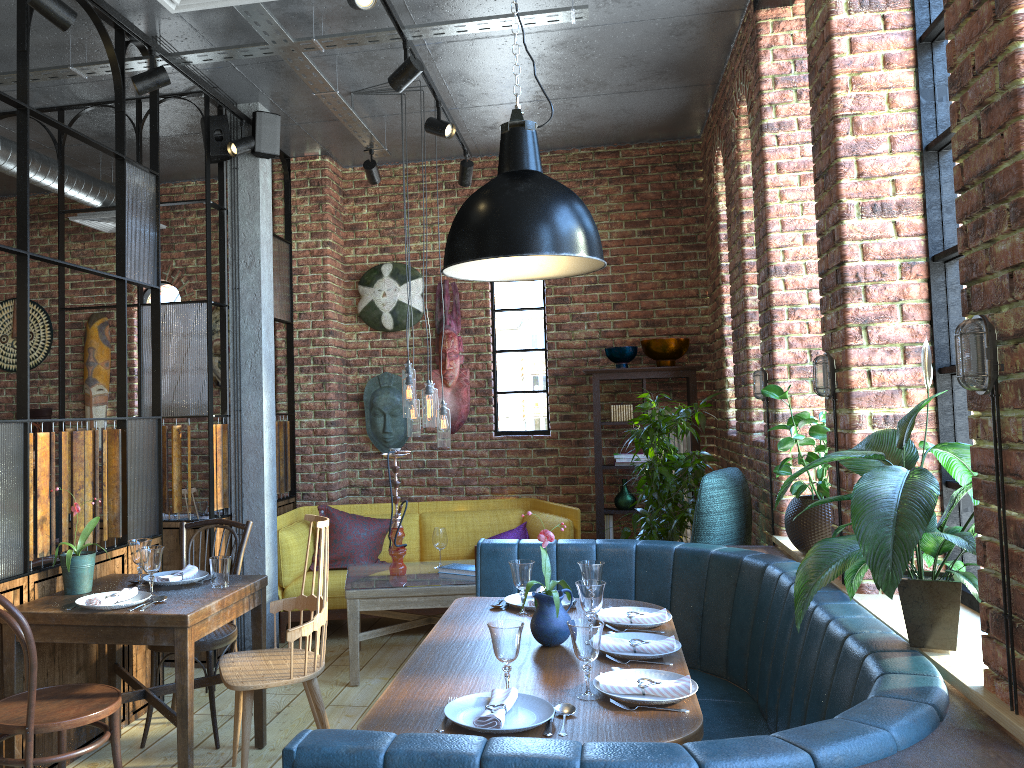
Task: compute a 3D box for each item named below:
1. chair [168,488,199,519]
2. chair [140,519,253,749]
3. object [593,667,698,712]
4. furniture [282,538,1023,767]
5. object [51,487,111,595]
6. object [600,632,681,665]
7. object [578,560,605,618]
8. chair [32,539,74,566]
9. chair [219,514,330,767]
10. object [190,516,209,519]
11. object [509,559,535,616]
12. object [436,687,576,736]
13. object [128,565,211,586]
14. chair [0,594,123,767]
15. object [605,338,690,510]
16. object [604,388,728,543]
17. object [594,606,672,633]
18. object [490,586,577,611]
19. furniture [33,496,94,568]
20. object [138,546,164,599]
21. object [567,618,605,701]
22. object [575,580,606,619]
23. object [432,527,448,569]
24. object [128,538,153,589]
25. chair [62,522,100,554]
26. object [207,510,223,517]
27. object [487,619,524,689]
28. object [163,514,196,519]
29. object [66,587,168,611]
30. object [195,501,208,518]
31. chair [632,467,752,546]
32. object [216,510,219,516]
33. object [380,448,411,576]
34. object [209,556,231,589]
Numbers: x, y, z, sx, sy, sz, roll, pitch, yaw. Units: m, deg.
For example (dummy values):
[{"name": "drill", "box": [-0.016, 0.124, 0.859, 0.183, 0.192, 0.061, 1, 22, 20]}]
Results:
[{"name": "chair", "box": [-2.031, 1.128, 5.362, 0.533, 1.007, 0.453, -2, -3, -4]}, {"name": "chair", "box": [-1.438, 1.111, 4.047, 0.408, 0.916, 0.517, -2, -3, 3]}, {"name": "object", "box": [0.352, 0.787, 2.333, 0.275, 0.051, 0.318, -2, -2, 12]}, {"name": "furniture", "box": [0.387, 1.070, 2.673, 1.386, 0.823, 2.570, -2, -2, 7]}, {"name": "object", "box": [-1.748, 0.628, 3.576, 0.145, 0.427, 0.198, -5, -4, 42]}, {"name": "object", "box": [0.384, 0.797, 2.729, 0.275, 0.051, 0.318, -2, -2, 12]}, {"name": "object", "box": [0.290, 0.742, 3.183, 0.103, 0.192, 0.094, -4, -4, 38]}, {"name": "chair", "box": [-2.179, 1.125, 3.796, 0.570, 0.922, 0.421, -3, -3, 26]}, {"name": "chair", "box": [-0.923, 1.044, 3.479, 0.438, 1.007, 0.550, -1, -3, -20]}, {"name": "object", "box": [-2.012, 0.882, 5.708, 0.332, 0.051, 0.263, -2, -2, 12]}, {"name": "object", "box": [0.039, 0.750, 3.241, 0.103, 0.192, 0.094, -4, -4, 38]}, {"name": "object", "box": [-0.014, 0.792, 2.147, 0.332, 0.051, 0.263, -2, -2, 12]}, {"name": "object", "box": [-1.441, 0.811, 3.738, 0.332, 0.051, 0.263, -2, -2, 12]}, {"name": "chair", "box": [-1.597, 1.086, 2.981, 0.456, 0.922, 0.526, -4, -3, 30]}, {"name": "object", "box": [0.941, 0.580, 6.040, 0.614, 1.764, 0.324, -2, -3, 4]}, {"name": "object", "box": [0.920, 0.775, 5.187, 0.712, 1.531, 0.873, -1, -3, -13]}, {"name": "object", "box": [0.422, 0.806, 3.092, 0.275, 0.051, 0.318, -2, -2, 12]}, {"name": "object", "box": [0.087, 0.824, 3.385, 0.332, 0.051, 0.263, -2, -2, 12]}, {"name": "furniture", "box": [-4.097, 1.303, 6.460, 1.466, 0.823, 1.466, -2, -2, 9]}, {"name": "object", "box": [-1.397, 0.730, 3.415, 0.094, 0.192, 0.102, 0, -3, -34]}, {"name": "object", "box": [0.195, 0.719, 2.299, 0.103, 0.192, 0.094, -4, -4, 38]}, {"name": "object", "box": [0.255, 0.732, 2.821, 0.103, 0.192, 0.094, -4, -4, 38]}, {"name": "object", "box": [-0.417, 0.951, 5.120, 0.086, 0.229, 0.095, 1, -4, -43]}, {"name": "object", "box": [-1.532, 0.740, 3.633, 0.096, 0.192, 0.100, -1, -3, -16]}, {"name": "chair", "box": [-2.318, 1.143, 4.283, 0.517, 0.916, 0.408, -2, -3, -6]}, {"name": "object", "box": [-2.012, 0.895, 6.170, 0.332, 0.051, 0.263, -2, -2, 12]}, {"name": "object", "box": [-0.014, 0.726, 2.312, 0.103, 0.192, 0.094, -4, -4, 38]}, {"name": "object", "box": [-2.281, 0.897, 5.955, 0.275, 0.051, 0.318, -2, -2, 12]}, {"name": "object", "box": [-1.475, 0.800, 3.298, 0.332, 0.051, 0.263, -2, -2, 12]}, {"name": "object", "box": [-2.103, 0.857, 5.971, 0.088, 0.120, 0.080, -4, -3, 40]}, {"name": "chair", "box": [0.666, 0.975, 4.449, 1.076, 1.099, 0.772, -3, -3, 33]}, {"name": "object", "box": [-1.948, 0.813, 5.839, 0.102, 0.192, 0.094, -3, -3, 29]}, {"name": "object", "box": [-0.647, 0.714, 4.908, 0.169, 0.705, 0.259, -2, -3, -1]}, {"name": "object", "box": [-1.186, 0.765, 3.582, 0.084, 0.120, 0.084, -2, -3, -2]}]
